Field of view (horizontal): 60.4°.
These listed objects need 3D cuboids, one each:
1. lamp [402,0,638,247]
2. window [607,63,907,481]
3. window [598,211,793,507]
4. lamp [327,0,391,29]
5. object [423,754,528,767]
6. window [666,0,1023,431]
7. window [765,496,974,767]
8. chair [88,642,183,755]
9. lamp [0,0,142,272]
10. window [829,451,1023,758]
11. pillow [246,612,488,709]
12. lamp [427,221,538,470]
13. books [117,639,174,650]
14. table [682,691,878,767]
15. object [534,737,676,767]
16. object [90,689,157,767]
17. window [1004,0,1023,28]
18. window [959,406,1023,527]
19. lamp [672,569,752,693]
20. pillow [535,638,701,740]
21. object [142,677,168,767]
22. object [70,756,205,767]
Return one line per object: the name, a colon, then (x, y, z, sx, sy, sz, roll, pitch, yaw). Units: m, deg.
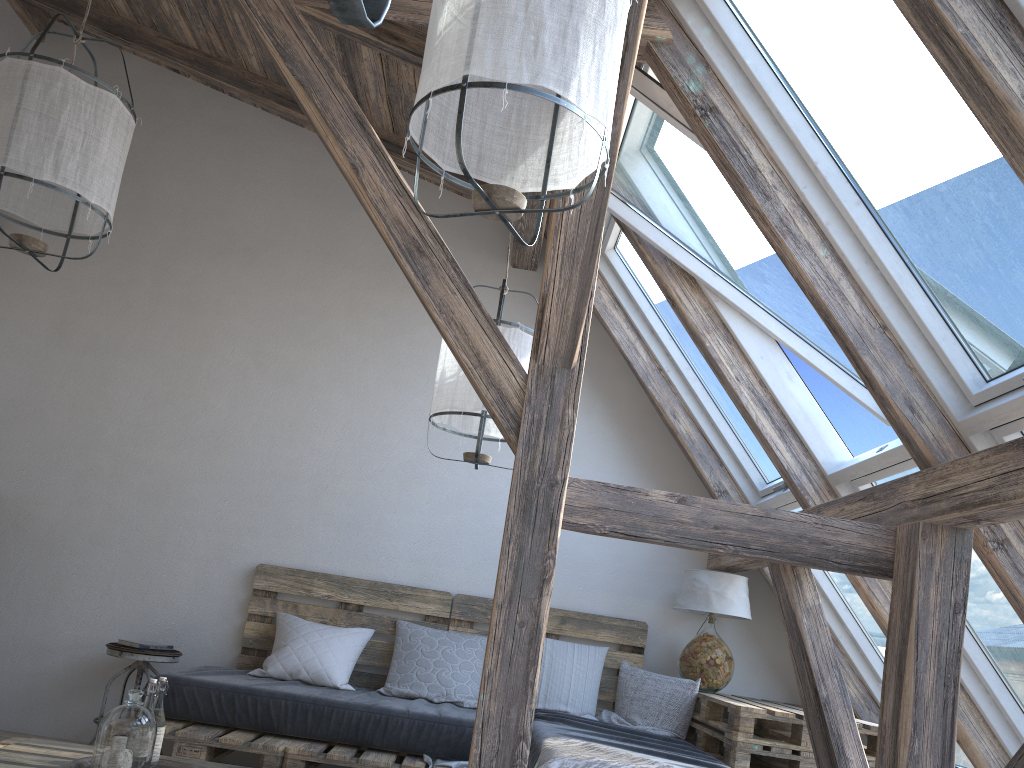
lamp: (0.064, -0.956, 1.816, 0.412, 1.277, 0.404, 13, -10, -24)
window: (0.942, -0.407, 3.075, 1.350, 1.250, 0.874, 9, -11, -1)
window: (0.856, -0.170, 3.983, 1.096, 1.250, 0.874, 9, -11, -1)
lamp: (0.085, -1.072, 0.294, 0.399, 1.855, 0.416, 1, -12, 40)
object: (-0.062, 1.632, 3.397, 0.508, 0.271, 0.721, 13, -15, -16)
window: (0.937, -0.659, 2.164, 1.096, 1.250, 0.874, 9, -11, -1)
window: (1.664, 1.125, 3.832, 1.096, 1.250, 0.874, 9, -11, -1)
chair: (-1.808, 1.517, 4.210, 0.353, 0.509, 0.362, 8, -11, 3)
lamp: (-1.338, -0.901, 2.649, 0.407, 1.061, 0.408, 1, -12, 40)
window: (1.705, 0.881, 2.922, 1.096, 1.250, 0.874, 9, -11, -1)
pillow: (-0.660, 1.307, 4.265, 1.130, 0.348, 0.359, 9, -12, -1)
lamp: (-0.025, -0.424, 3.413, 0.399, 1.485, 0.416, 1, -12, 40)
books: (-1.760, 1.253, 4.229, 0.149, 0.021, 0.210, 1, -17, 27)
table: (1.159, 1.811, 3.982, 0.675, 0.686, 1.041, 9, -13, -1)
object: (0.250, 1.391, 2.657, 0.809, 0.463, 1.036, 1, -16, 28)
object: (-1.089, 0.990, 2.492, 0.158, 0.242, 0.157, 15, -12, -32)
window: (0.978, -0.903, 1.254, 1.096, 1.250, 0.874, 9, -11, -1)
window: (1.745, 0.636, 2.012, 1.096, 1.250, 0.874, 9, -11, -1)
lamp: (0.867, 1.616, 4.521, 0.392, 1.257, 0.836, 11, -11, -14)
pillow: (0.428, 1.473, 4.323, 0.964, 0.391, 0.397, 5, -13, 15)
object: (-1.095, 1.023, 2.657, 0.071, 0.262, 0.157, 9, -10, 0)
object: (-1.068, 1.128, 2.552, 0.393, 0.021, 0.406, 3, -16, 18)
